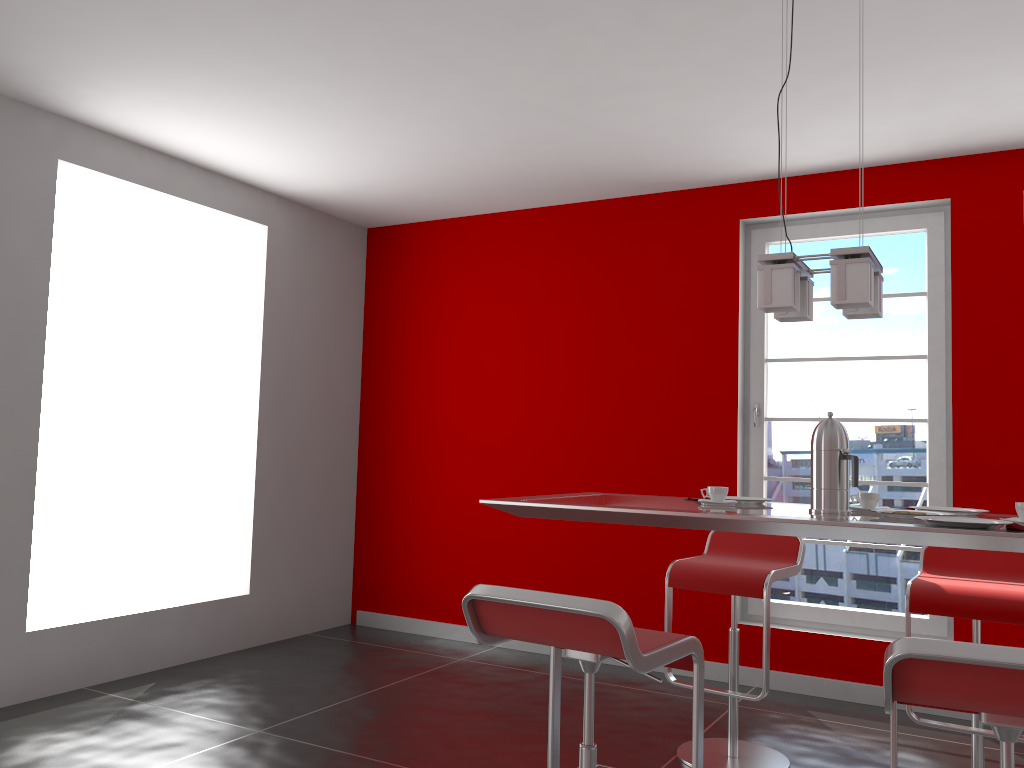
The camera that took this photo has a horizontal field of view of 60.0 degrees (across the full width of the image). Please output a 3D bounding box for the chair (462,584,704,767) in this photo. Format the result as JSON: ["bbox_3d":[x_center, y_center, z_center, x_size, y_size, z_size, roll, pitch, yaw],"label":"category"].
[{"bbox_3d":[0.160,0.878,1.993,0.418,0.857,0.460,-1,-5,34],"label":"chair"}]

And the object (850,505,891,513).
[{"bbox_3d":[1.051,0.370,2.614,0.119,0.016,0.119,0,-5,27],"label":"object"}]

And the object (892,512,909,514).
[{"bbox_3d":[1.050,0.348,2.394,0.034,0.006,0.036,5,-5,-37],"label":"object"}]

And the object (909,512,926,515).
[{"bbox_3d":[1.097,0.350,2.399,0.034,0.006,0.036,4,-5,-23],"label":"object"}]

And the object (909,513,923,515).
[{"bbox_3d":[1.077,0.347,2.362,0.034,0.006,0.036,0,-4,18],"label":"object"}]

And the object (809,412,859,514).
[{"bbox_3d":[0.919,0.221,2.515,0.149,0.287,0.113,-2,-5,37],"label":"object"}]

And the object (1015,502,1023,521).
[{"bbox_3d":[1.307,0.324,2.226,0.078,0.049,0.062,-1,-5,29],"label":"object"}]

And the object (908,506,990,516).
[{"bbox_3d":[1.286,0.376,2.615,0.217,0.015,0.217,1,-4,5],"label":"object"}]

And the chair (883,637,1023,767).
[{"bbox_3d":[0.886,0.868,1.580,0.418,0.857,0.460,0,-5,25],"label":"chair"}]

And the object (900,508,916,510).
[{"bbox_3d":[1.167,0.379,2.686,0.095,0.012,0.234,-1,-5,28],"label":"object"}]

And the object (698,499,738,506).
[{"bbox_3d":[0.633,0.366,2.730,0.119,0.016,0.119,1,-4,9],"label":"object"}]

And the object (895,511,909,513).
[{"bbox_3d":[1.070,0.351,2.430,0.034,0.006,0.036,-2,-6,41],"label":"object"}]

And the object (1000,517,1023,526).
[{"bbox_3d":[1.300,0.348,2.227,0.119,0.016,0.119,5,-6,-41],"label":"object"}]

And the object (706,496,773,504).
[{"bbox_3d":[0.746,0.382,2.911,0.217,0.015,0.217,5,-5,-37],"label":"object"}]

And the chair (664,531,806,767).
[{"bbox_3d":[0.867,1.005,3.431,0.418,0.857,0.460,-2,-5,37],"label":"chair"}]

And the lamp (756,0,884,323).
[{"bbox_3d":[0.918,-0.718,2.628,0.304,1.025,0.304,-1,-5,29],"label":"lamp"}]

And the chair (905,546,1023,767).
[{"bbox_3d":[1.598,0.998,3.043,0.418,0.857,0.460,-1,-5,32],"label":"chair"}]

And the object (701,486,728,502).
[{"bbox_3d":[0.629,0.342,2.738,0.062,0.049,0.078,5,-5,-38],"label":"object"}]

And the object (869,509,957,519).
[{"bbox_3d":[1.083,0.354,2.397,0.217,0.015,0.217,4,-5,-23],"label":"object"}]

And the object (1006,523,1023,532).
[{"bbox_3d":[1.202,0.334,2.062,0.095,0.012,0.234,-1,-5,29],"label":"object"}]

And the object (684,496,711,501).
[{"bbox_3d":[0.626,0.385,2.982,0.095,0.012,0.234,-1,-5,28],"label":"object"}]

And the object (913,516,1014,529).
[{"bbox_3d":[1.085,0.334,2.135,0.217,0.015,0.217,4,-5,-24],"label":"object"}]

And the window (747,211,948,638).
[{"bbox_3d":[1.668,0.181,4.471,0.938,2.038,0.117,-1,-5,29],"label":"window"}]

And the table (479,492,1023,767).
[{"bbox_3d":[0.825,0.866,2.538,1.700,1.000,0.800,-1,-5,29],"label":"table"}]

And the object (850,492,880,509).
[{"bbox_3d":[1.049,0.346,2.623,0.062,0.049,0.078,3,-5,-21],"label":"object"}]
